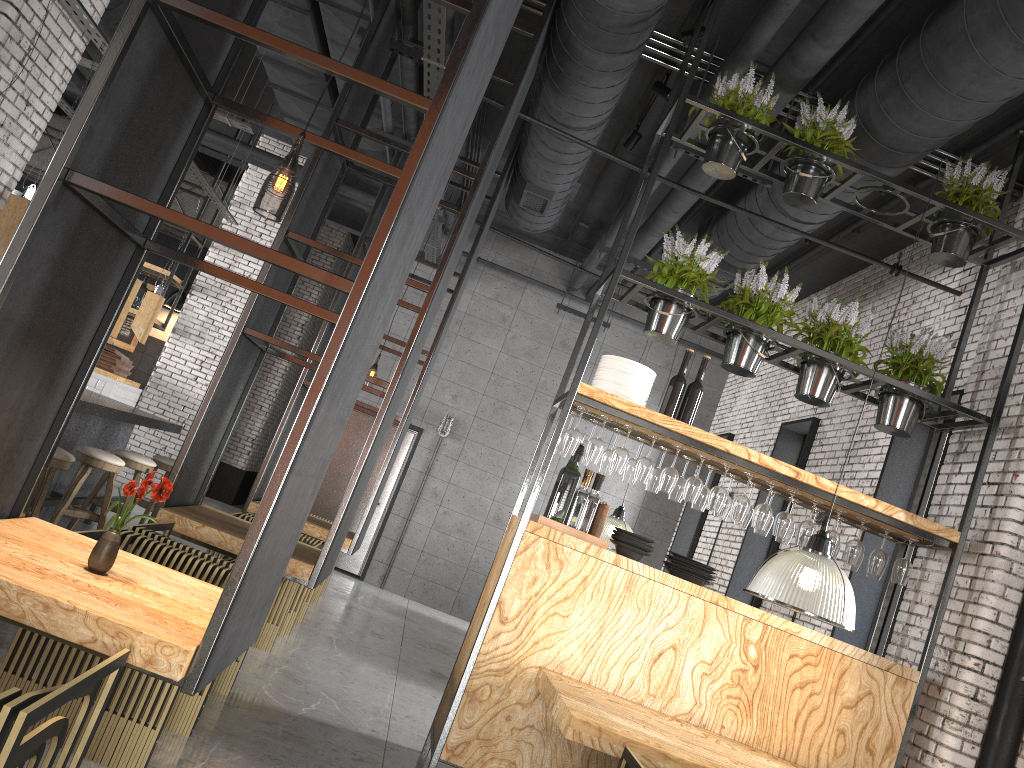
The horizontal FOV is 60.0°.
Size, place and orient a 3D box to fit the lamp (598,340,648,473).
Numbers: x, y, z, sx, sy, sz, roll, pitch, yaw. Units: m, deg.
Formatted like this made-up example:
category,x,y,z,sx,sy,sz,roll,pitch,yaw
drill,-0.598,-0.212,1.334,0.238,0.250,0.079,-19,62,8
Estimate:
category,x,y,z,sx,sy,sz,roll,pitch,yaw
lamp,1.132,0.584,9.968,0.538,2.413,0.534,14,-12,39

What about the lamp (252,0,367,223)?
category,x,y,z,sx,sy,sz,roll,pitch,yaw
lamp,-0.556,-1.317,3.173,0.108,1.604,0.108,27,-11,-30

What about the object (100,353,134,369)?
category,x,y,z,sx,sy,sz,roll,pitch,yaw
object,-4.913,-0.315,10.813,0.405,0.044,0.634,22,-8,-2

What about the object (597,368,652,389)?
category,x,y,z,sx,sy,sz,roll,pitch,yaw
object,0.644,-0.018,5.131,0.333,0.043,0.334,24,-9,-19

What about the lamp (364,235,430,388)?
category,x,y,z,sx,sy,sz,roll,pitch,yaw
lamp,-1.050,-0.713,8.283,0.109,1.604,0.108,16,-11,29

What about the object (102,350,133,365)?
category,x,y,z,sx,sy,sz,roll,pitch,yaw
object,-4.897,-0.356,10.821,0.404,0.044,0.635,23,-8,-9

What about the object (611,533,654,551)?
category,x,y,z,sx,sy,sz,roll,pitch,yaw
object,0.670,0.922,5.004,0.257,0.076,0.255,18,-9,23

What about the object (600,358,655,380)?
category,x,y,z,sx,sy,sz,roll,pitch,yaw
object,0.665,-0.071,5.140,0.333,0.039,0.335,26,-9,-27

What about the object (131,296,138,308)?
category,x,y,z,sx,sy,sz,roll,pitch,yaw
object,-4.799,-1.046,11.215,0.118,0.181,0.118,26,-10,-26

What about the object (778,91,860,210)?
category,x,y,z,sx,sy,sz,roll,pitch,yaw
object,1.843,-1.368,5.439,0.468,0.560,0.414,12,-13,45

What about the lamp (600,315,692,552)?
category,x,y,z,sx,sy,sz,roll,pitch,yaw
lamp,1.297,0.383,8.267,0.538,2.413,0.533,15,-11,33

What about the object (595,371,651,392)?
category,x,y,z,sx,sy,sz,roll,pitch,yaw
object,0.637,0.001,5.128,0.335,0.039,0.333,20,-8,5

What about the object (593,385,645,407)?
category,x,y,z,sx,sy,sz,roll,pitch,yaw
object,0.604,0.087,5.114,0.334,0.046,0.334,25,-9,-21

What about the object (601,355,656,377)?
category,x,y,z,sx,sy,sz,roll,pitch,yaw
object,0.672,-0.089,5.144,0.333,0.039,0.335,26,-9,-28

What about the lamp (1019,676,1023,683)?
category,x,y,z,sx,sy,sz,roll,pitch,yaw
lamp,1.970,-0.275,2.361,0.538,2.413,0.533,15,-11,33

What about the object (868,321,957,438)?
category,x,y,z,sx,sy,sz,roll,pitch,yaw
object,2.346,0.021,5.290,0.417,0.560,0.465,19,-9,17

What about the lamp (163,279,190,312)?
category,x,y,z,sx,sy,sz,roll,pitch,yaw
lamp,-5.250,-1.637,14.260,0.390,0.940,0.389,21,-9,0

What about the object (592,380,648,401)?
category,x,y,z,sx,sy,sz,roll,pitch,yaw
object,0.618,0.051,5.118,0.333,0.040,0.335,28,-11,-38

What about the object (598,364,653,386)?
category,x,y,z,sx,sy,sz,roll,pitch,yaw
object,0.651,-0.035,5.135,0.333,0.041,0.335,27,-10,-33

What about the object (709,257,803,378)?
category,x,y,z,sx,sy,sz,roll,pitch,yaw
object,1.431,-0.335,5.286,0.467,0.560,0.415,22,-9,-8

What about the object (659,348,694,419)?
category,x,y,z,sx,sy,sz,roll,pitch,yaw
object,0.959,0.017,5.157,0.098,0.472,0.098,25,-10,-24

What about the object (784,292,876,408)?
category,x,y,z,sx,sy,sz,roll,pitch,yaw
object,1.876,-0.158,5.312,0.417,0.560,0.465,13,-12,43

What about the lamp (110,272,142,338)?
category,x,y,z,sx,sy,sz,roll,pitch,yaw
lamp,-2.975,-1.139,7.250,0.127,1.611,0.127,22,-9,-2

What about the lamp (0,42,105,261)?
category,x,y,z,sx,sy,sz,roll,pitch,yaw
lamp,-2.778,-1.395,5.330,0.127,1.551,0.127,22,-9,-2

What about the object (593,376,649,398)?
category,x,y,z,sx,sy,sz,roll,pitch,yaw
object,0.625,0.033,5.123,0.333,0.039,0.335,27,-10,-36

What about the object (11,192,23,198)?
category,x,y,z,sx,sy,sz,roll,pitch,yaw
object,-6.342,-2.393,11.392,0.209,0.076,0.210,26,-9,-28

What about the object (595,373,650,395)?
category,x,y,z,sx,sy,sz,roll,pitch,yaw
object,0.632,0.015,5.125,0.335,0.041,0.333,18,-9,19

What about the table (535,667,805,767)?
category,x,y,z,sx,sy,sz,roll,pitch,yaw
table,1.040,2.119,3.994,2.115,0.765,0.997,22,-9,-2

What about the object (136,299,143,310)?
category,x,y,z,sx,sy,sz,roll,pitch,yaw
object,-4.688,-1.000,11.237,0.118,0.181,0.118,24,-9,-19

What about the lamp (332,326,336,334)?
category,x,y,z,sx,sy,sz,roll,pitch,yaw
lamp,-0.801,-1.017,5.704,0.109,1.604,0.108,12,-13,44

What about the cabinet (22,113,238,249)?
category,x,y,z,sx,sy,sz,roll,pitch,yaw
cabinet,-6.705,-3.029,13.761,5.861,1.774,0.680,22,-9,-2

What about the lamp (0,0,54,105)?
category,x,y,z,sx,sy,sz,roll,pitch,yaw
lamp,-2.689,-1.540,4.701,0.127,1.399,0.127,22,-9,-2

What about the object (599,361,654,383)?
category,x,y,z,sx,sy,sz,roll,pitch,yaw
object,0.658,-0.053,5.138,0.333,0.044,0.335,26,-10,-31

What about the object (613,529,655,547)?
category,x,y,z,sx,sy,sz,roll,pitch,yaw
object,0.679,0.902,5.007,0.257,0.072,0.256,22,-8,-3

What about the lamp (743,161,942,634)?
category,x,y,z,sx,sy,sz,roll,pitch,yaw
lamp,1.777,-0.039,4.359,0.538,2.413,0.533,15,-11,33

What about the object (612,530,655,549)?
category,x,y,z,sx,sy,sz,roll,pitch,yaw
object,0.677,0.906,5.006,0.256,0.072,0.257,26,-10,-30

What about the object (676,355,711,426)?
category,x,y,z,sx,sy,sz,roll,pitch,yaw
object,1.059,0.056,5.161,0.098,0.472,0.098,25,-10,-24

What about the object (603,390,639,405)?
category,x,y,z,sx,sy,sz,roll,pitch,yaw
object,0.597,0.106,5.109,0.335,0.033,0.333,15,-10,35

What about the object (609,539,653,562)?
category,x,y,z,sx,sy,sz,roll,pitch,yaw
object,0.659,0.950,4.998,0.257,0.068,0.256,20,-8,5

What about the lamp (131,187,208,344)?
category,x,y,z,sx,sy,sz,roll,pitch,yaw
lamp,-3.026,-1.091,7.896,0.127,1.551,0.127,22,-9,-2

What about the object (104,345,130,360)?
category,x,y,z,sx,sy,sz,roll,pitch,yaw
object,-4.923,-0.424,10.763,0.406,0.094,0.635,22,-8,-5

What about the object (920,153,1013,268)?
category,x,y,z,sx,sy,sz,roll,pitch,yaw
object,2.760,-1.009,5.451,0.417,0.560,0.465,20,-9,7

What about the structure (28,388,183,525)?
category,x,y,z,sx,sy,sz,roll,pitch,yaw
structure,-5.184,-0.380,5.998,4.309,1.538,5.861,22,-8,-3

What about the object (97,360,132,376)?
category,x,y,z,sx,sy,sz,roll,pitch,yaw
object,-4.945,-0.233,10.799,0.405,0.044,0.634,21,-8,0

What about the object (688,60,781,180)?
category,x,y,z,sx,sy,sz,roll,pitch,yaw
object,1.354,-1.556,5.453,0.465,0.560,0.416,26,-10,-28

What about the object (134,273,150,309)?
category,x,y,z,sx,sy,sz,roll,pitch,yaw
object,-4.768,-1.200,11.415,0.157,0.556,0.105,21,-9,2

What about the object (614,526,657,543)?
category,x,y,z,sx,sy,sz,roll,pitch,yaw
object,0.689,0.878,5.011,0.257,0.076,0.255,15,-10,34

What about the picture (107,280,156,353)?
category,x,y,z,sx,sy,sz,roll,pitch,yaw
picture,-6.382,-1.208,14.418,0.980,1.146,0.020,22,-9,-2

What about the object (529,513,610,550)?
category,x,y,z,sx,sy,sz,roll,pitch,yaw
object,0.312,0.835,5.033,0.411,0.050,0.410,22,-8,-3

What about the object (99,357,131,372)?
category,x,y,z,sx,sy,sz,roll,pitch,yaw
object,-4.929,-0.274,10.806,0.405,0.044,0.634,22,-8,-6

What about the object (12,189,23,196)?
category,x,y,z,sx,sy,sz,roll,pitch,yaw
object,-6.325,-2.432,11.400,0.210,0.074,0.209,21,-8,2

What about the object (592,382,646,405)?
category,x,y,z,sx,sy,sz,roll,pitch,yaw
object,0.611,0.069,5.115,0.333,0.037,0.335,27,-10,-36

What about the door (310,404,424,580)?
category,x,y,z,sx,sy,sz,roll,pitch,yaw
door,-2.062,1.373,11.622,1.119,2.109,0.158,22,-9,-2

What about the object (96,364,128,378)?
category,x,y,z,sx,sy,sz,roll,pitch,yaw
object,-4.961,-0.192,10.792,0.405,0.044,0.634,22,-8,-7

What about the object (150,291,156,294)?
category,x,y,z,sx,sy,sz,roll,pitch,yaw
object,-4.621,-1.061,11.424,0.157,0.407,0.105,21,-9,2

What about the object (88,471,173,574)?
category,x,y,z,sx,sy,sz,roll,pitch,yaw
object,-1.240,0.451,2.892,0.156,0.356,0.170,12,-13,45

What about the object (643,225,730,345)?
category,x,y,z,sx,sy,sz,roll,pitch,yaw
object,0.967,-0.524,5.230,0.414,0.560,0.468,28,-11,-37

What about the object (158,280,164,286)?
category,x,y,z,sx,sy,sz,roll,pitch,yaw
object,-4.594,-1.132,11.432,0.140,0.552,0.096,21,-9,2

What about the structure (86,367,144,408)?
category,x,y,z,sx,sy,sz,roll,pitch,yaw
structure,-7.624,-0.451,10.929,5.798,1.350,1.507,22,-9,-2
